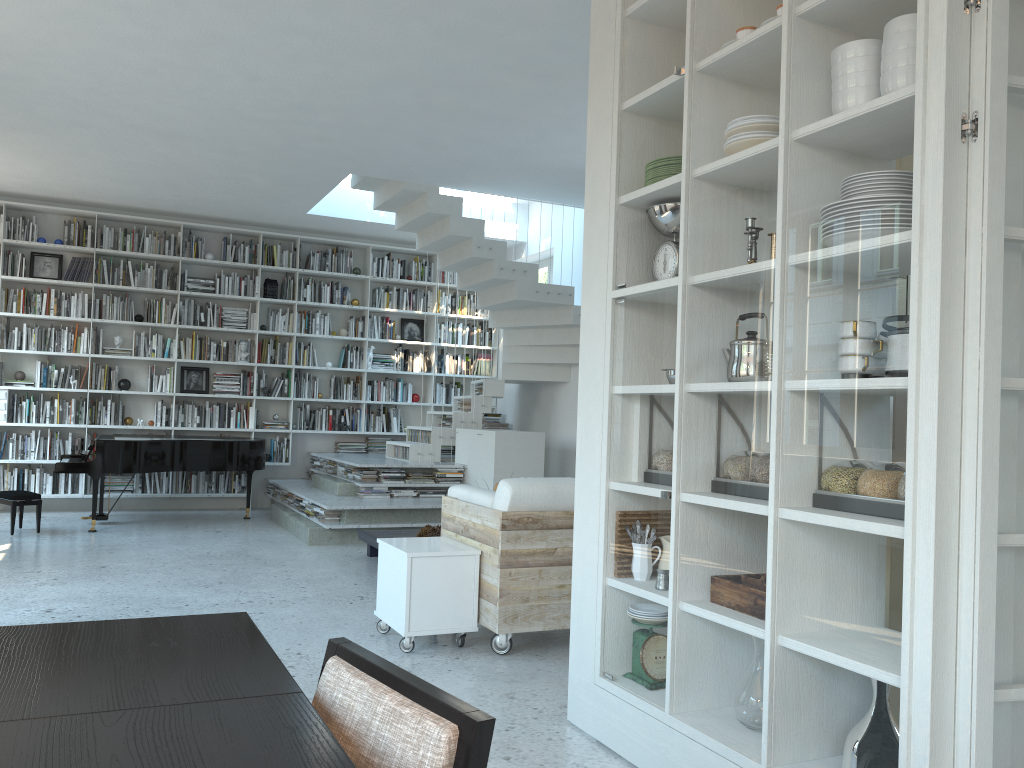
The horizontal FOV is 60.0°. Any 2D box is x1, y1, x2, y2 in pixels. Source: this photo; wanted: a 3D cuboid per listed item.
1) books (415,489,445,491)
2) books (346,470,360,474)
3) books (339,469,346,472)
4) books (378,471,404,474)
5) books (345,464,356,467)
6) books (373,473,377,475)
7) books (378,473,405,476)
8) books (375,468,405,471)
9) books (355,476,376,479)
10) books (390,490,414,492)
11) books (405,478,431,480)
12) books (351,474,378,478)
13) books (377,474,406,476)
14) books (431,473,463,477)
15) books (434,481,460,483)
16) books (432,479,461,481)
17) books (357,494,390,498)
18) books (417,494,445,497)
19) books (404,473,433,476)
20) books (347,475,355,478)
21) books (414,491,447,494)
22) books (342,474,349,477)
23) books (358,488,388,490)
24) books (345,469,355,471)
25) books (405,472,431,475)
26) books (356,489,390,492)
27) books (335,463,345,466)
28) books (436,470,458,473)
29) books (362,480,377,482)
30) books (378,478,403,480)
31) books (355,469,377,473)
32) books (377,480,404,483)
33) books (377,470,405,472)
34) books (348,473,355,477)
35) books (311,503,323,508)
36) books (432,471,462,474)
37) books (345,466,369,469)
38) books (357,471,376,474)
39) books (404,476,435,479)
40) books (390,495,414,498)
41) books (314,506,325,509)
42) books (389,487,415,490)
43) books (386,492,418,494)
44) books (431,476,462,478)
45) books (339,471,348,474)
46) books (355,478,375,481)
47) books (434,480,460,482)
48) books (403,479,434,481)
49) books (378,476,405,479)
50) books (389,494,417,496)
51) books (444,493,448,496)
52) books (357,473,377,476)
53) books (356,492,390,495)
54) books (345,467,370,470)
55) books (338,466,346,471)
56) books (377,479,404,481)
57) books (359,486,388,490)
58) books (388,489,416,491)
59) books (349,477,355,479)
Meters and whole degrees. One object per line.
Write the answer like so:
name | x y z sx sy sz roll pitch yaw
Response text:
books | -0.809 1.036 8.653 0.275 0.009 0.176 3 -2 -25
books | -1.547 0.879 8.860 0.177 0.026 0.230 3 -2 -25
books | -1.683 0.892 9.133 0.178 0.015 0.187 3 -2 -20
books | -1.181 0.856 8.622 0.221 0.018 0.154 3 -2 -24
books | -1.558 0.812 8.855 0.189 0.022 0.237 3 -2 -20
books | -1.390 0.868 8.628 0.091 0.011 0.190 3 -2 -27
books | -1.171 0.872 8.599 0.230 0.015 0.190 3 -2 -20
books | -1.185 0.830 8.634 0.261 0.016 0.128 3 -2 -26
books | -1.421 0.911 8.613 0.152 0.015 0.208 3 -2 -28
books | -1.067 1.031 8.550 0.211 0.018 0.134 3 -2 -22
books | -0.925 0.932 8.729 0.214 0.015 0.177 3 -2 -24
books | -1.433 0.890 8.608 0.185 0.014 0.297 3 -2 -26
books | -1.180 0.884 8.618 0.260 0.009 0.153 3 -2 -22
books | -0.653 0.907 8.855 0.284 0.030 0.177 3 -2 -24
books | -0.654 0.974 8.852 0.220 0.011 0.177 3 -2 -27
books | -0.660 0.952 8.867 0.262 0.016 0.132 3 -2 -30
books | -1.312 1.060 8.400 0.262 0.023 0.200 3 -2 -27
books | -0.801 1.081 8.649 0.250 0.018 0.177 3 -2 -22
books | -0.924 0.894 8.731 0.246 0.013 0.172 3 -2 -26
books | -1.545 0.924 8.861 0.154 0.007 0.292 3 -2 -22
books | -0.799 1.049 8.647 0.287 0.018 0.190 3 -2 -26
books | -1.667 0.945 9.141 0.132 0.016 0.262 3 -2 -20
books | -1.323 1.001 8.428 0.257 0.010 0.132 3 -2 -21
books | -1.550 0.861 8.859 0.187 0.009 0.250 3 -2 -25
books | -0.921 0.882 8.726 0.203 0.011 0.173 3 -2 -30
books | -1.318 1.012 8.417 0.292 0.012 0.159 3 -2 -22
books | -1.688 0.831 9.132 0.192 0.014 0.256 3 -2 -29
books | -0.651 0.868 8.856 0.192 0.024 0.167 3 -2 -20
books | -1.413 0.937 8.616 0.144 0.009 0.249 3 -2 -25
books | -1.186 0.920 8.626 0.207 0.012 0.131 3 -2 -29
books | -1.416 0.846 8.616 0.149 0.014 0.228 3 -2 -27
books | -1.178 0.945 8.608 0.216 0.015 0.177 3 -2 -27
books | -1.177 0.842 8.615 0.228 0.009 0.159 3 -2 -29
books | -1.539 0.906 8.864 0.155 0.028 0.189 3 -2 -24
books | -1.646 1.074 7.841 0.192 0.014 0.256 3 -2 -29
books | -0.649 0.886 8.849 0.261 0.012 0.179 3 -2 -21
books | -1.546 0.835 8.861 0.171 0.007 0.260 3 -2 -27
books | -1.413 0.857 8.617 0.132 0.009 0.269 3 -2 -21
books | -0.918 0.917 8.716 0.273 0.014 0.187 3 -2 -30
books | -1.066 1.078 8.542 0.208 0.015 0.152 3 -2 -27
books | -1.639 1.086 7.844 0.176 0.010 0.266 3 -2 -29
books | -1.065 1.010 8.547 0.220 0.013 0.149 3 -2 -26
books | -1.063 1.045 8.539 0.272 0.012 0.158 3 -2 -27
books | -0.657 0.929 8.863 0.268 0.014 0.160 3 -2 -26
books | -1.674 0.912 9.138 0.167 0.024 0.192 3 -2 -24
books | -1.427 0.925 8.610 0.161 0.014 0.212 3 -2 -21
books | -0.658 0.964 8.861 0.259 0.009 0.152 3 -2 -28
books | -0.932 0.947 8.743 0.293 0.014 0.134 3 -2 -28
books | -1.175 0.907 8.605 0.215 0.013 0.189 3 -2 -26
books | -1.059 1.061 8.529 0.232 0.019 0.169 3 -2 -30
books | -0.568 1.088 8.777 0.234 0.017 0.151 3 -2 -24
books | -1.410 0.879 8.618 0.137 0.012 0.242 3 -2 -24
books | -1.320 1.038 8.418 0.285 0.008 0.159 3 -2 -27
books | -1.548 0.845 8.860 0.168 0.013 0.281 3 -2 -28
books | -1.678 0.870 9.136 0.174 0.029 0.250 3 -2 -27
books | -1.184 0.932 8.621 0.227 0.013 0.148 3 -2 -27
books | -1.316 0.983 8.416 0.234 0.025 0.157 3 -2 -30
books | -1.064 1.019 8.545 0.242 0.005 0.152 3 -2 -24
books | -1.541 0.937 8.862 0.142 0.020 0.231 3 -2 -20
